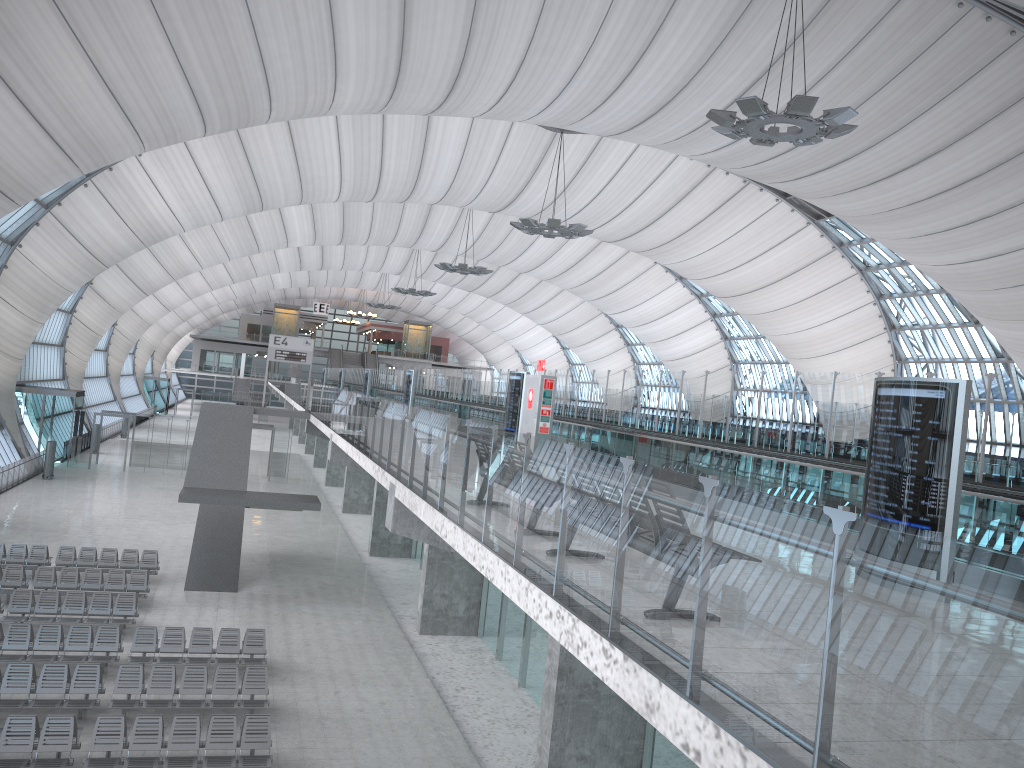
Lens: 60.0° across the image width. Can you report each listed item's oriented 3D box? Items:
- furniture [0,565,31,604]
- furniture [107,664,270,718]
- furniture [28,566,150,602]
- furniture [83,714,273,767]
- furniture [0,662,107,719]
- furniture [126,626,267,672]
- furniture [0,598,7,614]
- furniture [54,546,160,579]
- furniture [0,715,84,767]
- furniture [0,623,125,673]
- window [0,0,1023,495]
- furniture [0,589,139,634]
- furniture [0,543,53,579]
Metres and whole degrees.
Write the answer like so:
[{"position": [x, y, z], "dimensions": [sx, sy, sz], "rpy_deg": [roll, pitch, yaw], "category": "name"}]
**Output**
[{"position": [-13.300, 4.816, 21.522], "dimensions": [2.705, 0.913, 1.572], "rpy_deg": [6, -1, -16], "category": "furniture"}, {"position": [-5.769, 5.539, 16.023], "dimensions": [2.705, 0.913, 1.572], "rpy_deg": [6, -1, -16], "category": "furniture"}, {"position": [-10.587, 5.110, 22.330], "dimensions": [2.705, 0.913, 1.572], "rpy_deg": [6, -1, -16], "category": "furniture"}, {"position": [-5.088, 5.583, 13.721], "dimensions": [2.705, 0.913, 1.572], "rpy_deg": [6, -1, -16], "category": "furniture"}, {"position": [-8.482, 5.245, 15.215], "dimensions": [2.705, 0.913, 1.572], "rpy_deg": [6, -1, -16], "category": "furniture"}, {"position": [-6.451, 5.496, 18.326], "dimensions": [2.705, 0.913, 1.572], "rpy_deg": [6, -1, -16], "category": "furniture"}, {"position": [-12.633, 4.859, 19.270], "dimensions": [2.705, 0.913, 1.572], "rpy_deg": [6, -1, -16], "category": "furniture"}, {"position": [-11.336, 5.062, 24.862], "dimensions": [2.705, 0.913, 1.572], "rpy_deg": [6, -1, -16], "category": "furniture"}, {"position": [-7.801, 5.289, 12.913], "dimensions": [2.705, 0.913, 1.572], "rpy_deg": [6, -1, -16], "category": "furniture"}, {"position": [-9.163, 5.201, 17.517], "dimensions": [2.705, 0.913, 1.572], "rpy_deg": [6, -1, -16], "category": "furniture"}, {"position": [-9.051, -3.529, 77.639], "dimensions": [50.537, 20.004, 167.818], "rpy_deg": [6, -1, -16], "category": "window"}, {"position": [-9.921, 5.153, 20.078], "dimensions": [2.705, 0.913, 1.572], "rpy_deg": [6, -1, -16], "category": "furniture"}, {"position": [-14.049, 4.768, 24.054], "dimensions": [2.705, 0.913, 1.572], "rpy_deg": [6, -1, -16], "category": "furniture"}]
